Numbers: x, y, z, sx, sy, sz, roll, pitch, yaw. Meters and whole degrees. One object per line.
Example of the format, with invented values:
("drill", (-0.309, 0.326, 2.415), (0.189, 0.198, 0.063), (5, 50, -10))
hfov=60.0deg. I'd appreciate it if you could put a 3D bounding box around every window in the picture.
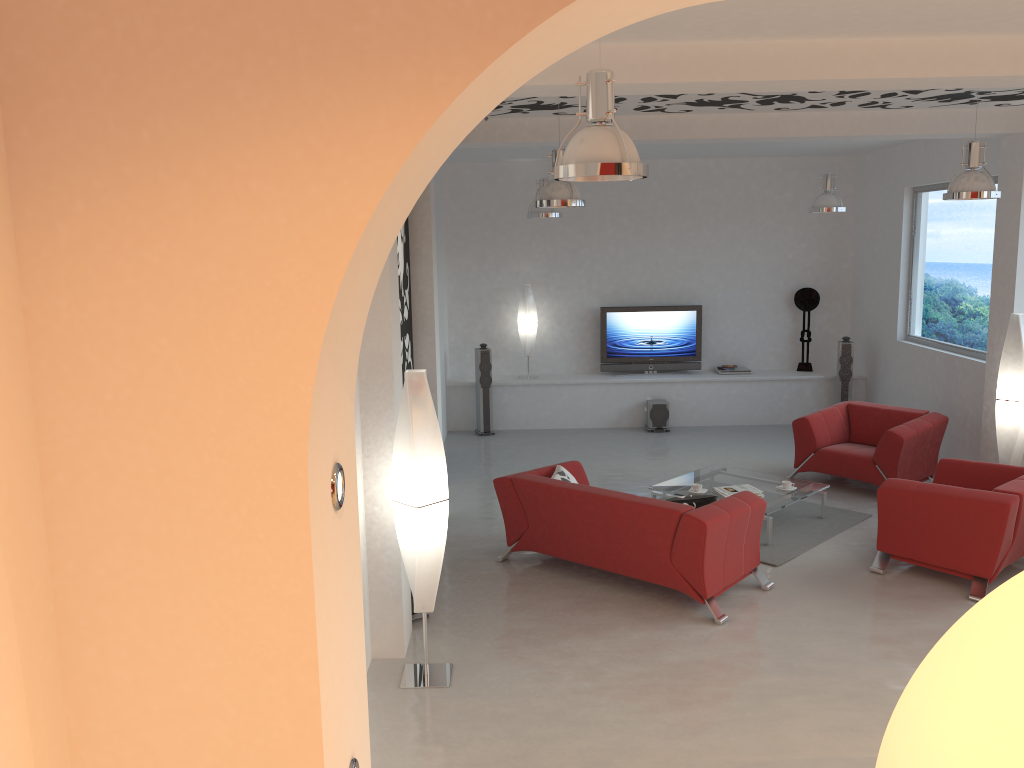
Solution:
("window", (4.761, -1.226, 9.337), (0.100, 1.800, 2.400), (-1, 9, 0))

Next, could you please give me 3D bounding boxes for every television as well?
("television", (1.874, -0.589, 11.962), (1.356, 0.919, 0.343), (-1, 9, 0))

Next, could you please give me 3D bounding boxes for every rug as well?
("rug", (1.998, 1.187, 7.870), (1.700, 0.025, 1.700), (8, 13, 44))

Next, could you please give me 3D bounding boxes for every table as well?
("table", (2.004, 1.042, 7.855), (1.162, 0.286, 1.097), (8, 13, 44))

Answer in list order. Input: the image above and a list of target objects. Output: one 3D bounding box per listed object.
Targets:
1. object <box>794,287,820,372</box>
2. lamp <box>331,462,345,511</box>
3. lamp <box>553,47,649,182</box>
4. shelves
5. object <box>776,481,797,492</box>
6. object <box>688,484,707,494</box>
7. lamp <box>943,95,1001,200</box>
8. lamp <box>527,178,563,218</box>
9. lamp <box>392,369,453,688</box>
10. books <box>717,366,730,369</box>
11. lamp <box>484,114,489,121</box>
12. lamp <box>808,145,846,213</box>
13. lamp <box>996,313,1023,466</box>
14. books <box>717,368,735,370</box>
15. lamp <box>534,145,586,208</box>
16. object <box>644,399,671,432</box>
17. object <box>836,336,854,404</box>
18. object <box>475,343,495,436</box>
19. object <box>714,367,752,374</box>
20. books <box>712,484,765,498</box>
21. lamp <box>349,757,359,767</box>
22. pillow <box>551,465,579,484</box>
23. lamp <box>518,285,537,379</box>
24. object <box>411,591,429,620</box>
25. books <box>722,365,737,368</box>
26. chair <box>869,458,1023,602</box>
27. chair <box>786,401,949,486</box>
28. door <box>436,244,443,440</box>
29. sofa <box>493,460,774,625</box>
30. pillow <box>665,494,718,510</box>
("object", (3.960, -0.733, 11.940), (0.331, 1.130, 0.108), (3, 10, 25))
("lamp", (-0.375, 0.222, 1.920), (0.011, 0.105, 0.105), (-1, 9, 0))
("lamp", (0.345, -1.212, 3.469), (0.379, 0.800, 0.379), (-6, 10, -28))
("shelves", (1.889, -0.093, 11.924), (5.500, 0.050, 0.650), (-1, 9, 0))
("object", (2.379, 0.882, 7.689), (0.153, 0.069, 0.153), (-7, 11, -33))
("object", (1.604, 0.903, 7.654), (0.153, 0.069, 0.153), (3, 10, 26))
("lamp", (3.352, -1.747, 6.423), (0.379, 0.800, 0.379), (4, 10, 29))
("lamp", (0.342, -2.167, 9.392), (0.379, 0.800, 0.379), (-2, 9, -3))
("lamp", (-0.508, 0.806, 4.974), (0.313, 1.779, 0.313), (0, 9, 8))
("books", (2.894, -0.224, 11.996), (0.190, 0.015, 0.135), (-4, 10, -20))
("lamp", (-0.218, -1.984, 6.394), (0.112, 0.176, 0.118), (7, 12, 42))
("lamp", (3.350, -2.224, 9.385), (0.379, 0.800, 0.379), (6, 12, 39))
("lamp", (4.298, 0.289, 7.602), (0.313, 1.779, 0.313), (-2, 9, -8))
("books", (2.895, -0.208, 11.995), (0.190, 0.015, 0.135), (-7, 11, -34))
("lamp", (0.343, -1.690, 6.430), (0.379, 0.800, 0.379), (-2, 9, -7))
("object", (1.892, 0.413, 11.538), (0.336, 0.374, 0.337), (-1, 9, 0))
("object", (4.284, -0.027, 11.436), (0.255, 1.184, 0.273), (1, 9, 15))
("object", (-0.362, 0.061, 11.453), (0.255, 1.184, 0.273), (-4, 9, -15))
("object", (2.990, -0.186, 12.026), (0.430, 0.045, 0.352), (-1, 9, 0))
("books", (1.938, 0.924, 7.589), (0.367, 0.035, 0.345), (-3, 9, -10))
("lamp", (-0.362, 0.912, 2.031), (0.011, 0.105, 0.105), (-1, 9, 0))
("pillow", (0.446, 0.835, 6.840), (0.288, 0.343, 0.402), (0, 9, 8))
("lamp", (0.210, -0.703, 11.859), (0.263, 1.239, 0.263), (-2, 9, -8))
("object", (-0.697, 1.015, 5.800), (0.214, 1.112, 0.229), (8, 13, 44))
("books", (2.945, -0.239, 11.988), (0.190, 0.015, 0.135), (1, 9, 10))
("chair", (3.405, 0.998, 6.586), (1.288, 0.738, 0.951), (-9, 12, -39))
("chair", (3.529, 0.636, 8.816), (0.951, 0.738, 1.288), (-9, 12, -39))
("door", (-0.972, -0.334, 9.680), (0.240, 2.550, 1.600), (-1, 9, 0))
("sofa", (0.844, 1.055, 6.540), (1.929, 0.738, 0.951), (7, 12, 40))
("pillow", (1.207, 0.923, 6.200), (0.402, 0.343, 0.288), (-2, 9, -7))
